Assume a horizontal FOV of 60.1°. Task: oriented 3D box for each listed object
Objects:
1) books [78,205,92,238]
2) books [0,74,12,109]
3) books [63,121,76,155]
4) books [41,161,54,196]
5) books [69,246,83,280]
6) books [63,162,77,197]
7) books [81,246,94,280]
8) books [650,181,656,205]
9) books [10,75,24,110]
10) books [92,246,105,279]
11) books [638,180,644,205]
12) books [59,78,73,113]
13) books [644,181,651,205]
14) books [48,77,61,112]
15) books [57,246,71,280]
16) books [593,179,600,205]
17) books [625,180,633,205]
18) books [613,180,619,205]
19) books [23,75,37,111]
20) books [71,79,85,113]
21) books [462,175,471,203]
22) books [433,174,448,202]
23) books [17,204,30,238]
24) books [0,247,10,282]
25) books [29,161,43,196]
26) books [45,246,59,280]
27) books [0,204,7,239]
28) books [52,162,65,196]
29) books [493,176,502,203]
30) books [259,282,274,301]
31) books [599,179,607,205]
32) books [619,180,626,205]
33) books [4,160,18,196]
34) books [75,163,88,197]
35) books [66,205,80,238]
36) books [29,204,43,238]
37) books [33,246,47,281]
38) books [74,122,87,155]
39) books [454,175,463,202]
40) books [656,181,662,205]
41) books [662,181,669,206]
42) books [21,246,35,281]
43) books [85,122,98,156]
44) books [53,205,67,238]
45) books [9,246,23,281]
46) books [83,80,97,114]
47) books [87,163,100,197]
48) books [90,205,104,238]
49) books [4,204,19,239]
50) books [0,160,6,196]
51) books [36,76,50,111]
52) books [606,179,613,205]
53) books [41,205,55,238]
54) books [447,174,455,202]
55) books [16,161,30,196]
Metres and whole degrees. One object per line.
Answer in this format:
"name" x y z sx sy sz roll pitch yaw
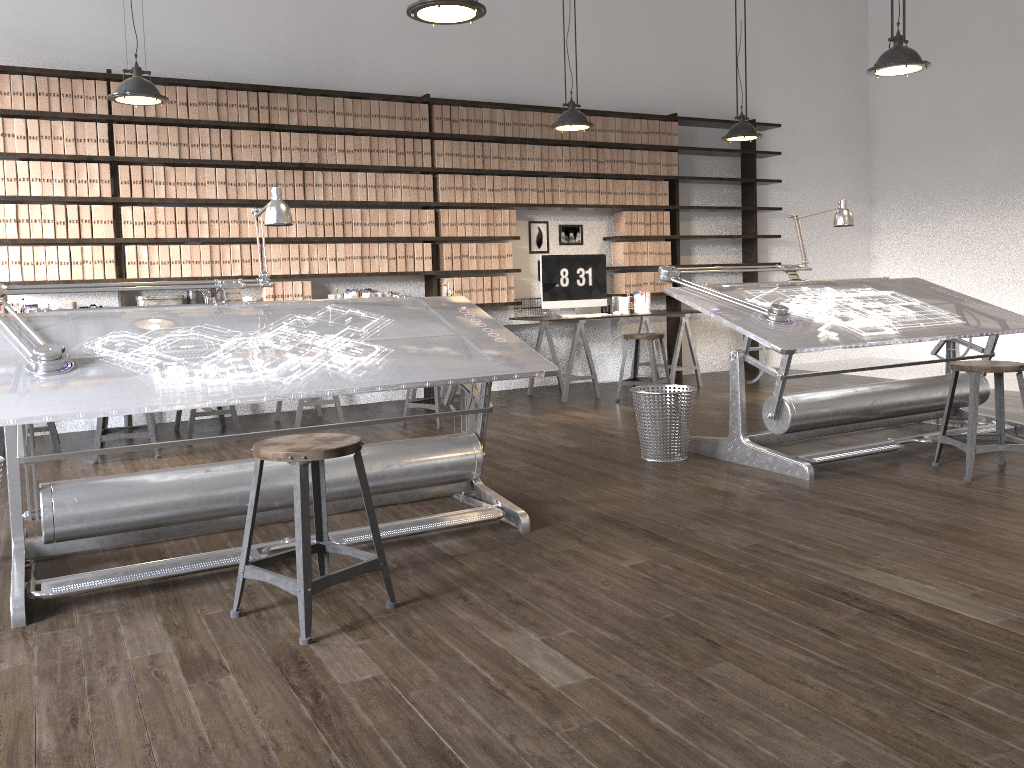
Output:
"books" -2.876 -1.085 5.964 0.067 0.225 0.175 -4 5 -28
"books" -3.270 -1.868 5.715 0.067 0.225 0.175 -4 5 -28
"books" -2.945 -1.621 5.894 0.067 0.225 0.175 -4 5 -28
"books" -3.069 -1.343 5.846 0.067 0.225 0.175 -4 5 -28
"books" -2.924 -0.810 5.944 0.067 0.225 0.175 -4 5 -28
"books" -2.952 -1.354 5.910 0.067 0.225 0.175 -4 5 -28
"books" -2.870 -0.815 5.978 0.067 0.225 0.175 -4 5 -28
"books" 1.248 -1.749 8.161 0.067 0.225 0.175 -4 5 -28
"books" -3.207 -1.873 5.744 0.067 0.225 0.175 -4 5 -28
"books" -2.814 -0.821 6.011 0.067 0.225 0.175 -4 5 -28
"books" 1.131 -1.738 8.096 0.067 0.225 0.175 -4 5 -28
"books" -2.959 -1.897 5.879 0.067 0.225 0.175 -4 5 -28
"books" 1.192 -1.743 8.124 0.067 0.225 0.175 -4 5 -28
"books" -3.024 -1.891 5.843 0.067 0.225 0.175 -4 5 -28
"books" -2.988 -0.804 5.910 0.067 0.225 0.175 -4 5 -28
"books" 0.702 -1.697 7.861 0.067 0.225 0.175 -4 5 -28
"books" 1.013 -1.726 8.029 0.067 0.225 0.175 -4 5 -28
"books" 0.887 -1.715 7.969 0.067 0.225 0.175 -4 5 -28
"books" -3.141 -1.879 5.775 0.067 0.225 0.175 -4 5 -28
"books" -2.898 -1.903 5.914 0.067 0.225 0.175 -4 5 -28
"books" -0.406 -1.593 7.271 0.067 0.225 0.175 -4 5 -28
"books" -0.589 -1.576 7.174 0.067 0.225 0.175 -4 5 -28
"books" -3.194 -1.055 5.793 0.067 0.225 0.175 -4 5 -28
"books" -3.301 -0.774 5.746 0.067 0.225 0.175 -4 5 -28
"books" -3.124 -1.337 5.814 0.067 0.225 0.175 -4 5 -28
"books" -3.053 -0.798 5.879 0.067 0.225 0.175 -4 5 -28
"books" -3.312 -1.044 5.729 0.067 0.225 0.175 -4 5 -28
"books" -3.009 -1.348 5.873 0.067 0.225 0.175 -4 5 -28
"books" -0.157 -1.616 7.404 0.067 0.225 0.175 -4 5 -28
"books" -1.812 -0.641 6.554 0.067 0.225 0.175 -4 5 -28
"books" 0.766 -1.703 7.895 0.067 0.225 0.175 -4 5 -28
"books" 0.950 -1.721 8.000 0.067 0.225 0.175 -4 5 -28
"books" -3.251 -1.326 5.749 0.067 0.225 0.175 -4 5 -28
"books" -2.890 -1.360 5.943 0.067 0.225 0.175 -4 5 -28
"books" -2.939 -1.078 5.925 0.067 0.225 0.175 -4 5 -28
"books" -3.132 -1.061 5.827 0.067 0.225 0.175 -4 5 -28
"books" -3.116 -0.792 5.849 0.067 0.225 0.175 -4 5 -28
"books" -2.889 -1.627 5.929 0.067 0.225 0.175 -4 5 -28
"books" -0.468 -1.586 7.234 0.067 0.225 0.175 -4 5 -28
"books" 1.311 -1.755 8.194 0.067 0.225 0.175 -4 5 -28
"books" 1.375 -1.760 8.224 0.067 0.225 0.175 -4 5 -28
"books" -3.177 -0.787 5.815 0.067 0.225 0.175 -4 5 -28
"books" -2.833 -1.632 5.958 0.067 0.225 0.175 -4 5 -28
"books" -3.007 -1.073 5.894 0.067 0.225 0.175 -4 5 -28
"books" -3.237 -0.780 5.778 0.067 0.225 0.175 -4 5 -28
"books" -2.835 -1.908 5.943 0.067 0.225 0.175 -4 5 -28
"books" -2.825 -1.365 5.973 0.067 0.225 0.175 -4 5 -28
"books" -2.808 -1.091 5.998 0.067 0.225 0.175 -4 5 -28
"books" -3.251 -1.049 5.756 0.067 0.225 0.175 -4 5 -28
"books" -3.313 -1.320 5.718 0.067 0.225 0.175 -4 5 -28
"books" -3.078 -1.885 5.809 0.067 0.225 0.175 -4 5 -28
"books" 0.828 -1.709 7.932 0.067 0.225 0.175 -4 5 -28
"books" -3.068 -1.066 5.857 0.067 0.225 0.175 -4 5 -28
"books" -0.532 -1.580 7.200 0.067 0.225 0.175 -4 5 -28
"books" -3.187 -1.331 5.779 0.067 0.225 0.175 -4 5 -28
